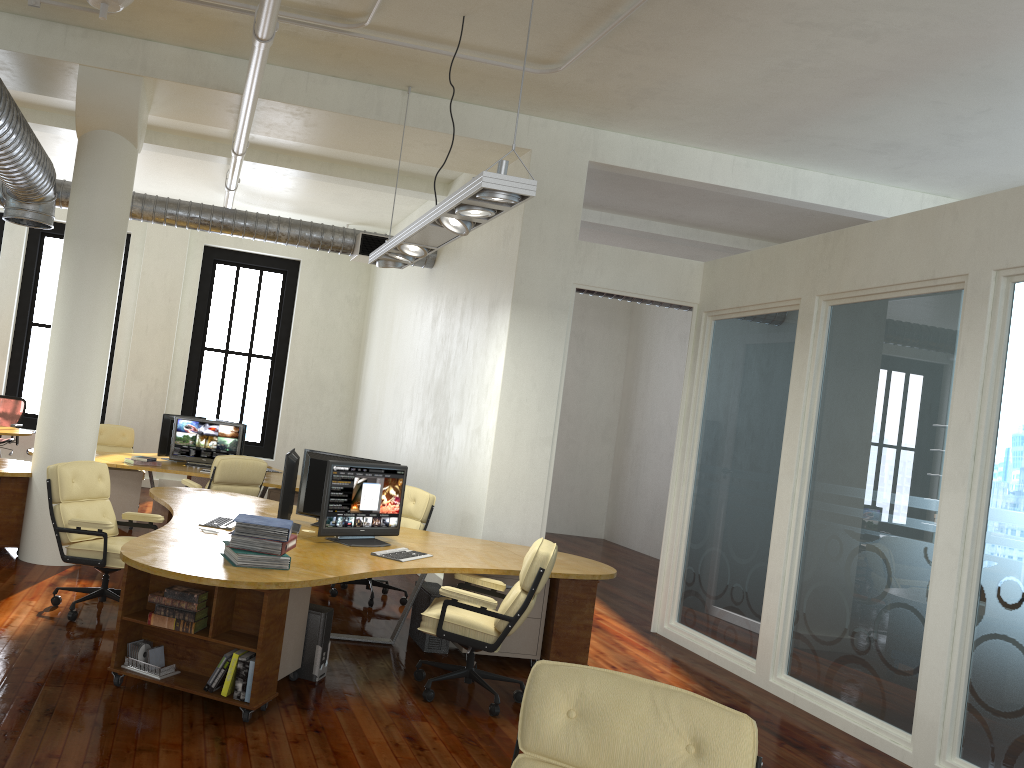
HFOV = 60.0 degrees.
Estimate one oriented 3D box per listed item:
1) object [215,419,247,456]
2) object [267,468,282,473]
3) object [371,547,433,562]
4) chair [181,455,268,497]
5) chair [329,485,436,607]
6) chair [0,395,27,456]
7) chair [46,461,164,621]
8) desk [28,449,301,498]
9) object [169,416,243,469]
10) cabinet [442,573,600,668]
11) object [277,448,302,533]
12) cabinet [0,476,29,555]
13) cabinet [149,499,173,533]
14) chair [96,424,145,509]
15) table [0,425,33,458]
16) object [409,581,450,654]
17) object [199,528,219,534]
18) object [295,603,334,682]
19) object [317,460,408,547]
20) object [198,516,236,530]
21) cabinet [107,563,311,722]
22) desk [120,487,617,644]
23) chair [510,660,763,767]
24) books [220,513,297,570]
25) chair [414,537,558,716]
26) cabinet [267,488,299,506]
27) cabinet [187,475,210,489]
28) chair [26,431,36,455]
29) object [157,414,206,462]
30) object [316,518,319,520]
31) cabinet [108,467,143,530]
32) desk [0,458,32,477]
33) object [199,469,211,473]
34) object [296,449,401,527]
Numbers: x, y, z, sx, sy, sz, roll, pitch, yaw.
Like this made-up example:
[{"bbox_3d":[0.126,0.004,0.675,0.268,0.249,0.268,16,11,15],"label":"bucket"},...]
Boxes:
[{"bbox_3d":[-3.483,0.735,10.886,0.264,0.552,0.887,9,-3,-41],"label":"object"},{"bbox_3d":[-3.091,1.073,11.163,0.209,0.016,0.519,10,-4,-36],"label":"object"},{"bbox_3d":[-0.715,1.115,5.804,0.248,0.016,0.438,6,-3,23],"label":"object"},{"bbox_3d":[-3.060,1.218,9.283,0.858,1.020,0.648,5,-3,45],"label":"chair"},{"bbox_3d":[-1.200,1.398,7.904,0.788,1.020,0.705,6,-3,45],"label":"chair"},{"bbox_3d":[-7.374,0.751,12.786,0.718,1.157,0.770,8,-2,-6],"label":"chair"},{"bbox_3d":[-2.847,1.087,6.222,0.827,1.020,0.676,7,-2,16],"label":"chair"},{"bbox_3d":[-3.737,1.356,10.993,3.810,0.733,3.586,8,-3,-9],"label":"desk"},{"bbox_3d":[-3.558,0.695,10.327,0.767,0.552,0.306,8,-2,-16],"label":"object"},{"bbox_3d":[-0.006,1.648,6.560,0.855,0.708,0.923,8,-2,-15],"label":"cabinet"},{"bbox_3d":[-1.625,0.750,6.357,0.287,0.552,0.819,8,-2,-9],"label":"object"},{"bbox_3d":[-4.778,1.066,7.788,0.809,0.708,0.968,9,-3,-37],"label":"cabinet"},{"bbox_3d":[-2.477,1.361,7.479,0.978,0.708,0.800,5,-3,45],"label":"cabinet"},{"bbox_3d":[-5.096,1.052,11.379,0.650,1.020,0.856,9,-3,-40],"label":"chair"},{"bbox_3d":[-7.210,0.929,11.816,1.552,0.744,1.416,7,-3,11],"label":"table"},{"bbox_3d":[-0.601,1.718,6.566,0.172,0.411,0.502,8,-2,-19],"label":"object"},{"bbox_3d":[-1.954,0.944,5.707,0.103,0.015,0.144,9,-3,-28],"label":"object"},{"bbox_3d":[-1.366,1.557,5.470,0.510,0.411,0.169,7,-2,18],"label":"object"},{"bbox_3d":[-1.013,0.820,6.116,0.320,0.552,0.730,6,-3,40],"label":"object"},{"bbox_3d":[-2.004,0.958,6.145,0.230,0.016,0.474,8,-3,-3],"label":"object"},{"bbox_3d":[-1.626,1.348,5.024,0.938,0.708,0.839,7,-2,15],"label":"cabinet"},{"bbox_3d":[-1.672,1.409,6.657,3.514,0.733,3.853,11,-4,-44],"label":"desk"},{"bbox_3d":[0.188,1.287,2.185,0.776,1.020,0.718,7,-2,25],"label":"chair"},{"bbox_3d":[-1.410,0.869,4.906,0.414,0.226,0.462,8,-3,-4],"label":"books"},{"bbox_3d":[-0.176,1.408,5.436,0.815,1.020,0.687,7,-2,11],"label":"chair"},{"bbox_3d":[-2.234,1.524,9.960,0.954,0.708,0.824,7,-2,20],"label":"cabinet"},{"bbox_3d":[-4.004,1.392,12.034,0.865,0.708,0.913,8,-2,-10],"label":"cabinet"},{"bbox_3d":[-8.433,0.438,9.535,1.042,1.157,7.163,6,-4,43],"label":"chair"},{"bbox_3d":[-4.026,0.658,10.819,0.315,0.552,0.745,7,-3,23],"label":"object"},{"bbox_3d":[-1.288,1.100,7.011,0.505,0.016,0.215,7,-3,18],"label":"object"},{"bbox_3d":[-4.661,1.188,9.819,0.806,0.708,0.971,9,-3,-40],"label":"cabinet"},{"bbox_3d":[-6.225,0.823,7.247,3.785,0.733,3.589,6,-3,24],"label":"desk"},{"bbox_3d":[-3.208,0.987,9.820,0.475,0.016,0.230,8,-3,-1],"label":"object"},{"bbox_3d":[-1.244,0.819,6.695,0.868,0.552,0.270,7,-2,23],"label":"object"}]
